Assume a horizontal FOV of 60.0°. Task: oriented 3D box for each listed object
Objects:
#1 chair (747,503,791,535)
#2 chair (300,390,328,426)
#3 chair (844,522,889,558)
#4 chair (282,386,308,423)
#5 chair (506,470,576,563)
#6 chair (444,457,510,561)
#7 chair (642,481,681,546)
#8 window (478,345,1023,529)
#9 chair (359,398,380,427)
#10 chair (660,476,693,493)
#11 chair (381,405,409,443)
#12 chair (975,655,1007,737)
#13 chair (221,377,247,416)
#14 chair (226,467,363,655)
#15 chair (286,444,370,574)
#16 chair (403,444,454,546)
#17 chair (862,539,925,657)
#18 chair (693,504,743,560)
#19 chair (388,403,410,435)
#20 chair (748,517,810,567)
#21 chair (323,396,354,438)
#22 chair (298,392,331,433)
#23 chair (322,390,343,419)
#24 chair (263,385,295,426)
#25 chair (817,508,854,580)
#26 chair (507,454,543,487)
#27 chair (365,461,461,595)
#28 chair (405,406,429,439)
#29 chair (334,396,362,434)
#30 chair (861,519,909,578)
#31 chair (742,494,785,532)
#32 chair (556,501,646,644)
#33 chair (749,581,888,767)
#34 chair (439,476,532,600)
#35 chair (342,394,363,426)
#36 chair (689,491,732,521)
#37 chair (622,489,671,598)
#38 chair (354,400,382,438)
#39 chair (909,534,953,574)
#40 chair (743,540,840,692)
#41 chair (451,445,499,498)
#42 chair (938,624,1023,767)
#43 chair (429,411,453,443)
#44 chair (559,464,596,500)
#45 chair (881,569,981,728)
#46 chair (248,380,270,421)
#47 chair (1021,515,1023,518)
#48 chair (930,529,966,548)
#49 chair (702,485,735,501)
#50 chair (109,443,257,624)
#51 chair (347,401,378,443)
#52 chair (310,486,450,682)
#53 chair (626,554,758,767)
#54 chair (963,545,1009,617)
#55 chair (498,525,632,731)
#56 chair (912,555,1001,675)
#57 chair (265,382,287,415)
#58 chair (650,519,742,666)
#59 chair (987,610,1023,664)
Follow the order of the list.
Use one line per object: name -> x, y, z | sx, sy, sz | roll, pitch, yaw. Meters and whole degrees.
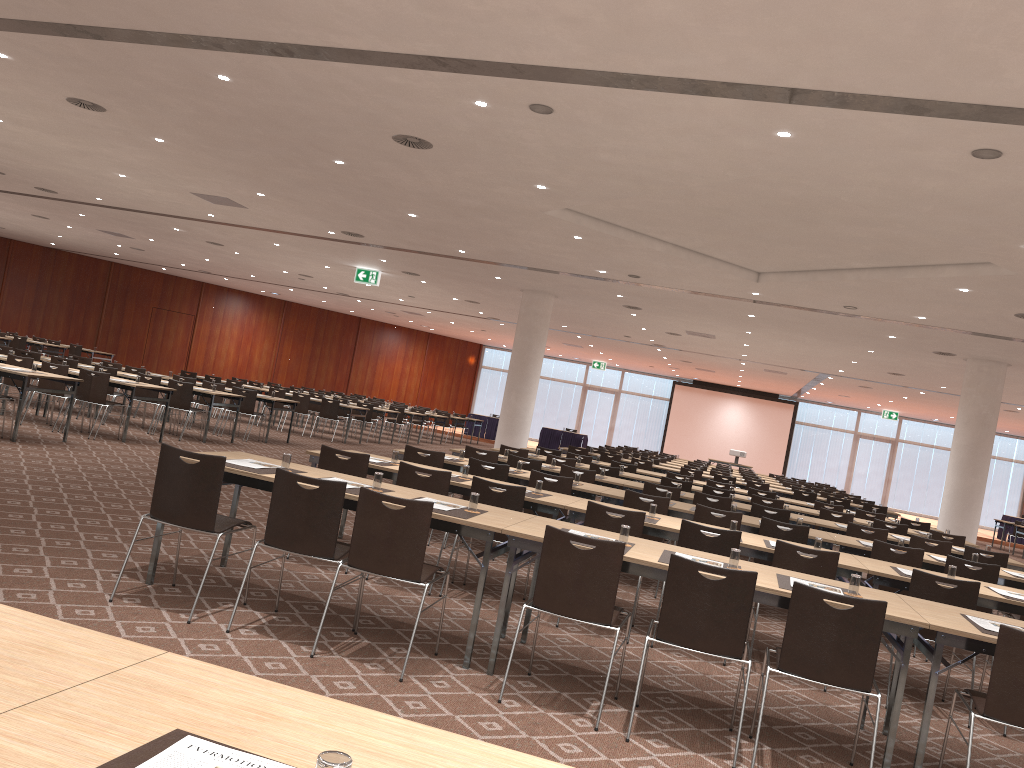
chair -> 2.912, 1.868, 10.270 | 0.535, 0.939, 0.614 | 10, -1, 13
chair -> -5.337, 0.664, 24.167 | 0.535, 0.939, 0.614 | 10, -1, 11
chair -> 3.929, 2.053, 10.047 | 0.535, 0.939, 0.614 | 10, -1, 14
chair -> -5.918, 0.561, 24.398 | 0.535, 0.939, 0.614 | 10, -1, 16
chair -> 0.347, 1.359, 8.942 | 0.535, 0.939, 0.614 | 10, -1, 12
chair -> -0.267, 1.247, 9.054 | 0.535, 0.939, 0.614 | 10, -1, 16
chair -> 1.727, 1.656, 10.607 | 0.535, 0.939, 0.614 | 10, -1, 12
window -> 9.275, 2.089, 37.697 | 22.951, 3.871, 0.217 | 10, -1, 14
chair -> -4.377, 0.935, 28.043 | 0.535, 0.939, 0.614 | 10, -1, 15
chair -> 2.261, 1.802, 12.575 | 0.535, 0.939, 0.614 | 10, -1, 12
chair -> -3.101, 1.070, 23.743 | 0.535, 0.939, 0.614 | 10, -1, 12
chair -> 3.597, 1.894, 6.011 | 0.535, 0.939, 0.614 | 10, -1, 12
chair -> -6.958, 0.326, 22.664 | 0.535, 0.939, 0.614 | 10, -1, 13
chair -> -1.187, 0.983, 5.168 | 0.535, 0.939, 0.614 | 10, -1, 12
chair -> -1.378, 0.997, 7.277 | 0.535, 0.939, 0.614 | 10, -1, 15
chair -> -0.929, 1.127, 9.187 | 0.535, 0.939, 0.614 | 10, -1, 13
chair -> 3.449, 1.918, 8.152 | 0.535, 0.939, 0.614 | 10, -1, 15
chair -> 1.900, 1.637, 8.467 | 0.535, 0.939, 0.614 | 10, -1, 15
chair -> -3.494, 1.097, 27.902 | 0.535, 0.939, 0.614 | 10, -1, 15
chair -> 2.493, 1.745, 8.352 | 0.535, 0.939, 0.614 | 10, -1, 17
chair -> -4.248, 0.814, 21.974 | 0.535, 0.939, 0.614 | 10, -1, 13
chair -> -4.823, 0.707, 21.976 | 0.535, 0.939, 0.614 | 10, -1, 16
chair -> -5.637, 0.710, 28.447 | 0.535, 0.939, 0.614 | 10, -1, 11
chair -> -5.785, 0.536, 22.304 | 0.535, 0.939, 0.614 | 10, -1, 12
chair -> 4.324, 2.174, 12.050 | 0.535, 0.939, 0.614 | 10, -1, 16
chair -> 0.116, 1.364, 10.981 | 0.535, 0.939, 0.614 | 10, -1, 13
chair -> -0.720, 1.115, 7.074 | 0.535, 0.939, 0.614 | 10, -1, 14
chair -> -2.910, 1.200, 27.670 | 0.535, 0.939, 0.614 | 10, -1, 12
chair -> -4.369, 0.840, 24.004 | 0.535, 0.939, 0.614 | 10, -1, 14
chair -> 4.934, 2.282, 11.816 | 0.535, 0.939, 0.614 | 10, -1, 12
chair -> 3.445, 2.015, 12.230 | 0.535, 0.939, 0.614 | 10, -1, 15
chair -> 0.722, 1.375, 6.707 | 0.535, 0.939, 0.614 | 10, -1, 12
chair -> 1.543, 1.474, 4.438 | 0.535, 0.939, 0.614 | 10, -1, 15
chair -> -0.138, 1.221, 6.961 | 0.535, 0.939, 0.614 | 10, -1, 15
chair -> -4.974, 0.831, 28.340 | 0.535, 0.939, 0.614 | 10, -1, 17
chair -> 2.300, 1.760, 10.505 | 0.535, 0.939, 0.614 | 10, -1, 12
chair -> 1.264, 1.523, 8.665 | 0.535, 0.939, 0.614 | 10, -1, 16
chair -> -3.790, 0.943, 23.773 | 0.535, 0.939, 0.614 | 10, -1, 11
chair -> 4.574, 2.170, 9.926 | 0.535, 0.939, 0.614 | 10, -1, 12
chair -> 2.038, 1.613, 6.408 | 0.535, 0.939, 0.614 | 10, -1, 13
chair -> -0.420, 1.269, 11.153 | 0.535, 0.939, 0.614 | 10, -1, 11
chair -> 2.470, 1.643, 4.281 | 0.535, 0.939, 0.614 | 10, -1, 16
chair -> -2.151, 1.340, 27.622 | 0.535, 0.939, 0.614 | 10, -1, 12
chair -> 0.757, 1.482, 10.897 | 0.535, 0.939, 0.614 | 10, -1, 12
chair -> 2.887, 1.765, 6.156 | 0.535, 0.939, 0.614 | 10, -1, 11
chair -> -6.449, 0.414, 22.389 | 0.535, 0.939, 0.614 | 10, -1, 17
chair -> 17.059, 4.830, 29.300 | 0.535, 0.939, 0.614 | 10, -1, 14
chair -> 5.621, 2.407, 11.677 | 0.535, 0.939, 0.614 | 10, -1, 15
chair -> 2.808, 1.899, 12.357 | 0.535, 0.939, 0.614 | 10, -1, 15
chair -> -1.898, 0.853, 5.313 | 0.535, 0.939, 0.614 | 10, -1, 14
chair -> -3.603, 0.927, 21.666 | 0.535, 0.939, 0.614 | 10, -1, 11
chair -> -0.677, 1.074, 5.002 | 0.535, 0.939, 0.614 | 10, -1, 14
chair -> 0.968, 1.371, 4.620 | 0.535, 0.939, 0.614 | 10, -1, 13
chair -> 5.102, 2.264, 9.749 | 0.535, 0.939, 0.614 | 10, -1, 16
chair -> 0.347, 1.260, 4.821 | 0.535, 0.939, 0.614 | 10, -1, 17
chair -> 4.006, 2.016, 7.932 | 0.535, 0.939, 0.614 | 10, -1, 15
chair -> -6.596, 0.440, 24.632 | 0.535, 0.939, 0.614 | 10, -1, 16
chair -> 1.411, 1.501, 6.611 | 0.535, 0.939, 0.614 | 10, -1, 15
chair -> 4.641, 2.132, 7.806 | 0.535, 0.939, 0.614 | 10, -1, 11
